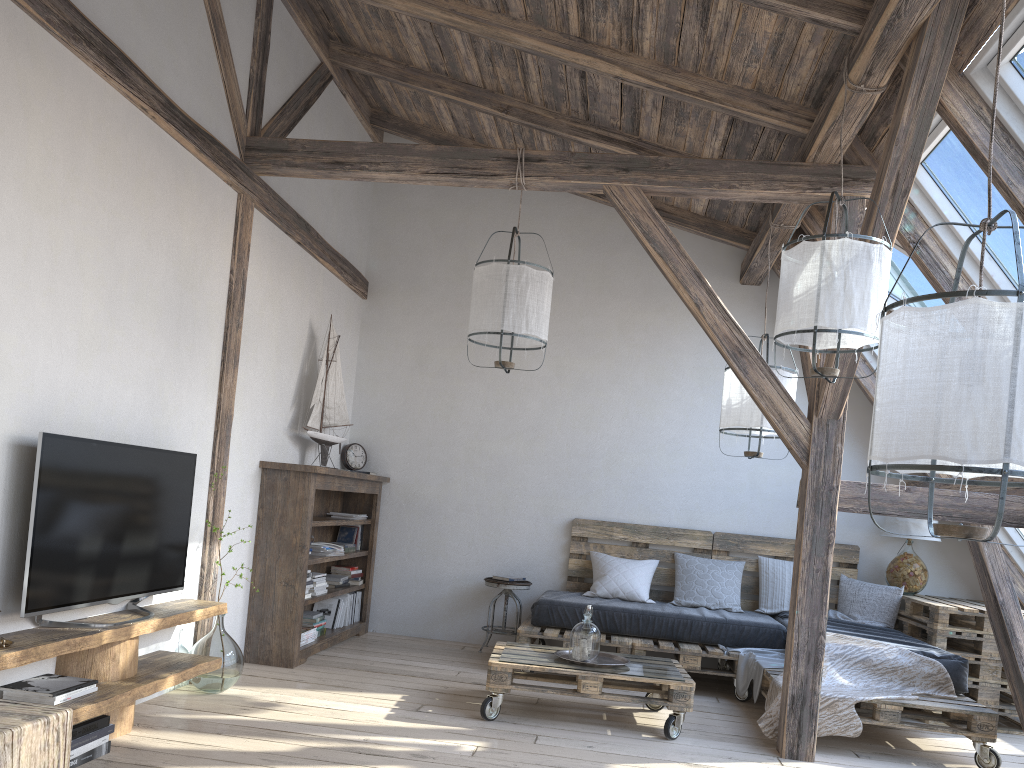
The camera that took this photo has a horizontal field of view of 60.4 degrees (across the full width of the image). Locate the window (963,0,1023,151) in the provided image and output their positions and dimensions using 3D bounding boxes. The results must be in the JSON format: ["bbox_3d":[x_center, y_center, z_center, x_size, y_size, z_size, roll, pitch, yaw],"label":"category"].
[{"bbox_3d":[2.094,-0.614,2.739,1.095,1.271,0.861,5,-3,7],"label":"window"}]

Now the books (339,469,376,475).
[{"bbox_3d":[-1.151,0.664,6.570,0.235,0.025,0.180,5,-8,7],"label":"books"}]

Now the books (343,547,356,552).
[{"bbox_3d":[-1.223,1.166,6.238,0.161,0.030,0.221,4,-8,10],"label":"books"}]

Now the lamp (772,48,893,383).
[{"bbox_3d":[1.269,-0.668,3.422,0.409,1.299,0.400,6,-1,-17],"label":"lamp"}]

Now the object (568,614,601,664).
[{"bbox_3d":[0.374,1.291,4.478,0.157,0.246,0.156,7,-3,-24],"label":"object"}]

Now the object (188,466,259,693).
[{"bbox_3d":[-1.444,0.979,4.482,0.275,1.115,0.517,6,-2,-6],"label":"object"}]

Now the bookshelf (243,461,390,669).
[{"bbox_3d":[-1.240,1.156,5.838,0.348,1.166,1.639,5,-5,7],"label":"bookshelf"}]

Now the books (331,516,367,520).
[{"bbox_3d":[-1.176,0.965,6.356,0.204,0.009,0.260,5,-8,2],"label":"books"}]

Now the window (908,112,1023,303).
[{"bbox_3d":[2.202,-0.479,3.653,1.095,1.271,0.861,5,-3,7],"label":"window"}]

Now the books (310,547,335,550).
[{"bbox_3d":[-1.258,1.062,5.735,0.204,0.009,0.261,4,-8,14],"label":"books"}]

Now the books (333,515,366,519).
[{"bbox_3d":[-1.174,0.958,6.370,0.204,0.009,0.260,6,-8,-1],"label":"books"}]

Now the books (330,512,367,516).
[{"bbox_3d":[-1.179,0.938,6.349,0.204,0.009,0.260,5,-8,4],"label":"books"}]

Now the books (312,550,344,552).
[{"bbox_3d":[-1.254,1.079,5.731,0.204,0.009,0.261,2,-8,24],"label":"books"}]

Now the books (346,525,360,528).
[{"bbox_3d":[-1.196,1.116,6.445,0.139,0.190,0.050,5,-1,6],"label":"books"}]

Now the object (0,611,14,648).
[{"bbox_3d":[-1.676,0.786,2.830,0.140,0.112,0.140,6,-5,-10],"label":"object"}]

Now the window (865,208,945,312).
[{"bbox_3d":[2.354,-0.341,4.561,1.348,1.271,0.861,5,-3,7],"label":"window"}]

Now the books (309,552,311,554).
[{"bbox_3d":[-1.330,1.019,5.329,0.157,0.017,0.221,4,-8,7],"label":"books"}]

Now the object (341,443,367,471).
[{"bbox_3d":[-1.178,0.546,6.574,0.082,0.208,0.206,4,-4,43],"label":"object"}]

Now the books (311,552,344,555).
[{"bbox_3d":[-1.241,1.100,5.748,0.204,0.009,0.261,4,-8,12],"label":"books"}]

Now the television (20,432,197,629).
[{"bbox_3d":[-1.567,0.591,3.510,0.206,0.701,1.113,5,-6,7],"label":"television"}]

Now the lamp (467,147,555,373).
[{"bbox_3d":[0.010,-0.609,4.457,0.403,1.079,0.406,7,-2,-42],"label":"lamp"}]

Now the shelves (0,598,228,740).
[{"bbox_3d":[-1.577,1.170,3.509,0.330,0.446,1.619,5,-7,7],"label":"shelves"}]

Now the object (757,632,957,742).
[{"bbox_3d":[1.748,1.571,4.469,0.808,0.471,1.020,1,-8,37],"label":"object"}]

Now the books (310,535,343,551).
[{"bbox_3d":[-1.224,1.052,5.783,0.222,0.087,0.262,7,-7,-13],"label":"books"}]

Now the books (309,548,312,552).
[{"bbox_3d":[-1.329,0.999,5.322,0.146,0.020,0.211,2,-8,23],"label":"books"}]

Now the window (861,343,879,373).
[{"bbox_3d":[2.416,-0.210,5.480,1.095,1.271,0.861,5,-3,7],"label":"window"}]

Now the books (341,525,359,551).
[{"bbox_3d":[-1.195,1.121,6.419,0.139,0.175,0.059,5,-1,5],"label":"books"}]

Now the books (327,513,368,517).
[{"bbox_3d":[-1.185,0.944,6.337,0.204,0.009,0.261,4,-8,14],"label":"books"}]

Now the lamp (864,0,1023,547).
[{"bbox_3d":[1.066,-0.595,1.934,0.410,1.887,0.398,6,-1,-42],"label":"lamp"}]

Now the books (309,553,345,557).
[{"bbox_3d":[-1.243,1.107,5.739,0.204,0.009,0.261,3,-8,15],"label":"books"}]

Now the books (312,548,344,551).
[{"bbox_3d":[-1.246,1.072,5.742,0.204,0.009,0.261,4,-8,14],"label":"books"}]

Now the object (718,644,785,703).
[{"bbox_3d":[1.563,1.745,5.261,0.506,0.275,0.713,6,-7,-8],"label":"object"}]

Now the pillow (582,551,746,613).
[{"bbox_3d":[1.073,1.354,6.158,1.128,0.354,0.354,5,-4,7],"label":"pillow"}]

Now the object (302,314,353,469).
[{"bbox_3d":[-1.174,0.065,5.757,0.140,0.987,0.796,5,-3,12],"label":"object"}]

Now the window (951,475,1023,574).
[{"bbox_3d":[3.288,1.048,5.350,1.095,1.271,0.861,5,-3,7],"label":"window"}]

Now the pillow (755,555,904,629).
[{"bbox_3d":[2.165,1.431,6.060,0.965,0.397,0.390,3,-5,23],"label":"pillow"}]

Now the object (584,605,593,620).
[{"bbox_3d":[0.395,1.304,4.642,0.071,0.266,0.155,5,-2,7],"label":"object"}]

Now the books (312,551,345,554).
[{"bbox_3d":[-1.237,1.093,5.762,0.204,0.009,0.261,4,-8,9],"label":"books"}]

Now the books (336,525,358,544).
[{"bbox_3d":[-1.202,1.118,6.387,0.131,0.171,0.082,5,-2,8],"label":"books"}]

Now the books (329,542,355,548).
[{"bbox_3d":[-1.216,1.140,6.230,0.149,0.021,0.207,4,-8,11],"label":"books"}]

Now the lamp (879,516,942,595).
[{"bbox_3d":[2.637,1.516,6.198,0.390,1.278,0.826,6,-3,-7],"label":"lamp"}]

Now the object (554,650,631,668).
[{"bbox_3d":[0.414,1.421,4.547,0.393,0.021,0.399,2,-9,27],"label":"object"}]

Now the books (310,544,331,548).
[{"bbox_3d":[-1.263,1.052,5.730,0.204,0.009,0.261,3,-8,19],"label":"books"}]

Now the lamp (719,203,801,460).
[{"bbox_3d":[1.448,-0.327,5.040,0.410,1.511,0.398,6,-1,-42],"label":"lamp"}]
